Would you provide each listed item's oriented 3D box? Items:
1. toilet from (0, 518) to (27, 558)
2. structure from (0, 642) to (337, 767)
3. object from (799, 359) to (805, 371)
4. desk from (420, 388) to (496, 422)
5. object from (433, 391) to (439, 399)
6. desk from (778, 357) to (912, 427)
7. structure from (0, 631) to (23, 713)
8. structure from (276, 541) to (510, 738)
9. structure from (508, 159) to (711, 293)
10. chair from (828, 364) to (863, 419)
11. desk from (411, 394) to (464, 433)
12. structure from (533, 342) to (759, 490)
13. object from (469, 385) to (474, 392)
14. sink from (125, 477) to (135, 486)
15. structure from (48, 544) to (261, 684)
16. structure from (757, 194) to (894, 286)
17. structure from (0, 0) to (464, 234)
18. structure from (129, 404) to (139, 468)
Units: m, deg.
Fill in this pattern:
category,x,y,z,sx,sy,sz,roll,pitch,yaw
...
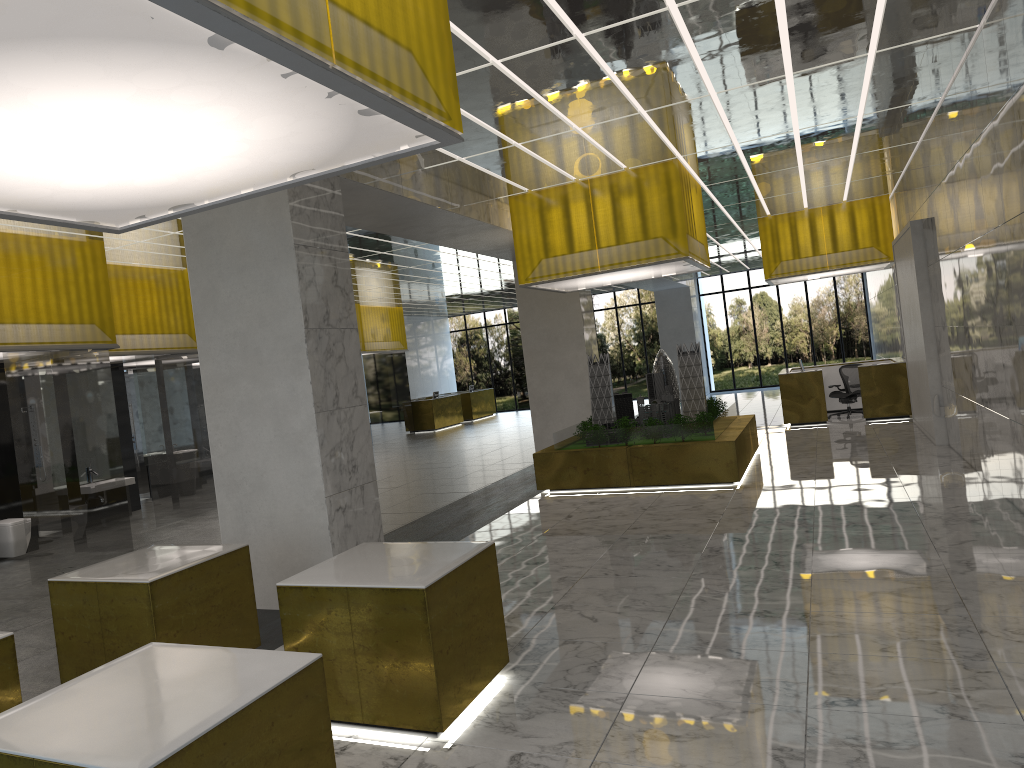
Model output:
category,x,y,z,sx,sy,sz,roll,pitch,yaw
toilet,-9.875,3.035,16.794,0.877,0.694,0.489,-6,1,26
structure,-1.862,2.220,4.523,1.423,1.173,1.387,-6,1,24
object,8.646,-0.414,25.016,0.574,0.667,0.721,-6,1,23
desk,-2.992,1.235,46.437,3.354,1.508,3.346,-6,1,24
object,-3.826,0.718,41.660,0.574,0.667,0.721,-6,1,23
desk,9.548,0.212,24.563,3.354,1.508,3.346,-6,1,24
structure,-4.412,2.497,5.894,1.423,1.173,1.387,-6,1,24
structure,-0.937,2.051,7.076,1.423,1.173,1.387,-6,1,24
structure,2.025,-3.265,17.278,3.394,2.269,3.116,-6,1,24
chair,9.619,0.202,24.369,0.969,1.493,1.193,-7,1,-42
desk,-4.554,1.520,42.125,3.354,1.508,3.346,-6,1,24
structure,2.961,0.510,18.434,4.033,2.571,4.949,-6,1,23
object,-2.250,0.430,46.010,0.573,0.667,0.721,-6,1,23
sink,-9.743,2.336,20.203,0.911,1.053,1.334,-6,1,23
structure,-3.489,2.328,8.441,1.423,1.173,1.387,-6,1,24
structure,8.965,-4.266,24.561,3.394,2.269,2.995,-6,1,25
structure,-2.470,-2.444,4.871,3.394,2.269,3.116,-6,1,24
structure,-10.907,1.495,24.288,0.231,1.853,0.440,-7,1,14
